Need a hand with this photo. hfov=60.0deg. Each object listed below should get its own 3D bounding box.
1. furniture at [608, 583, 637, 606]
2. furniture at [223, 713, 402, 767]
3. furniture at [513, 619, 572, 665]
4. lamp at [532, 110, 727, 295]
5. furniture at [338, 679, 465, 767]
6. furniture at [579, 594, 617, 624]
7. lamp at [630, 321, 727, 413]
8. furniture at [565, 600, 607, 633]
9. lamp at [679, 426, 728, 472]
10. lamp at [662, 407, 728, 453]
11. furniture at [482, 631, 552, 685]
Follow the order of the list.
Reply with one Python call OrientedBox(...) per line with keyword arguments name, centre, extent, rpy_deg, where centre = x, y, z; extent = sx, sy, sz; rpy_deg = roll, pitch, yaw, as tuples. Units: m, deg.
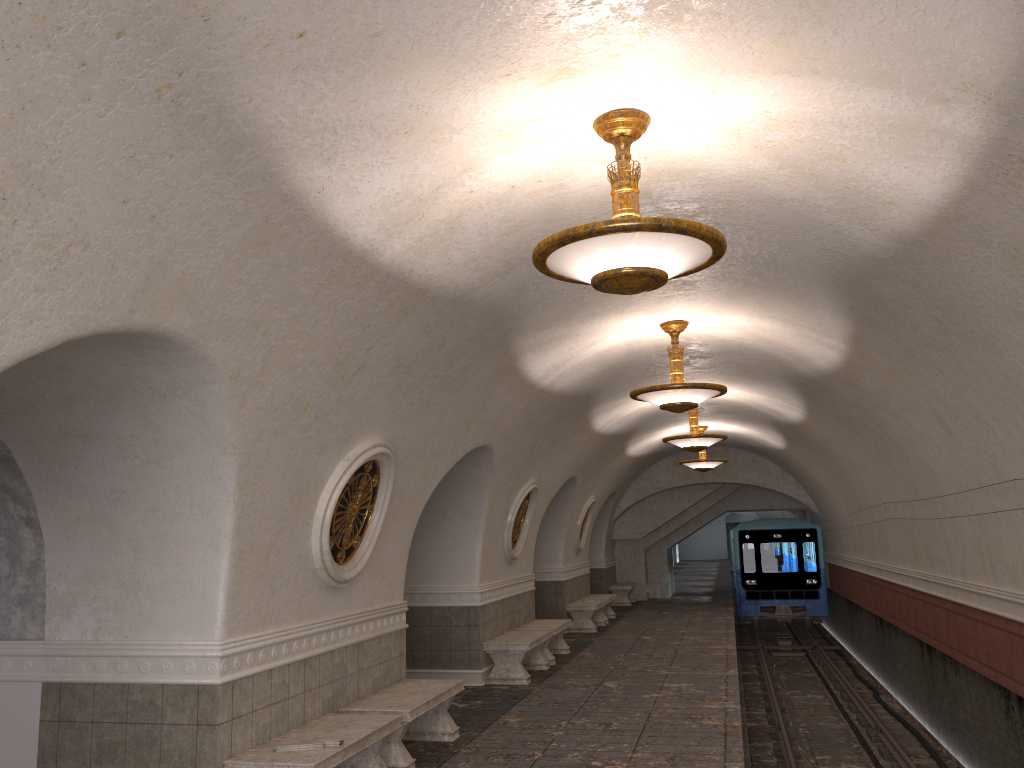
OrientedBox(name="furniture", centre=(2.965, 5.596, 23.625), extent=(0.613, 0.508, 1.509), rpy_deg=(-4, -10, 13))
OrientedBox(name="furniture", centre=(-1.309, 2.680, 6.087), extent=(0.613, 0.508, 1.509), rpy_deg=(-4, -10, 13))
OrientedBox(name="furniture", centre=(0.491, 3.909, 13.474), extent=(0.613, 0.508, 1.509), rpy_deg=(-4, -10, 13))
OrientedBox(name="lamp", centre=(0.602, -0.934, 4.692), extent=(1.008, 0.955, 1.008), rpy_deg=(-1, -10, -3))
OrientedBox(name="furniture", centre=(-0.916, 2.949, 7.700), extent=(0.613, 0.508, 1.509), rpy_deg=(-4, -10, 13))
OrientedBox(name="furniture", centre=(1.885, 4.859, 19.193), extent=(0.613, 0.508, 1.509), rpy_deg=(-4, -10, 13))
OrientedBox(name="lamp", centre=(1.731, -0.164, 9.325), extent=(1.008, 0.955, 1.008), rpy_deg=(-7, -11, 29))
OrientedBox(name="furniture", centre=(1.492, 4.591, 17.580), extent=(0.613, 0.508, 1.509), rpy_deg=(-4, -10, 13))
OrientedBox(name="lamp", centre=(3.988, 1.376, 18.588), extent=(1.008, 0.955, 1.008), rpy_deg=(4, -11, -30))
OrientedBox(name="lamp", centre=(2.859, 0.606, 13.956), extent=(1.008, 0.955, 1.008), rpy_deg=(-7, -11, 29))
OrientedBox(name="furniture", centre=(0.098, 3.640, 11.862), extent=(0.613, 0.508, 1.509), rpy_deg=(-4, -10, 13))
